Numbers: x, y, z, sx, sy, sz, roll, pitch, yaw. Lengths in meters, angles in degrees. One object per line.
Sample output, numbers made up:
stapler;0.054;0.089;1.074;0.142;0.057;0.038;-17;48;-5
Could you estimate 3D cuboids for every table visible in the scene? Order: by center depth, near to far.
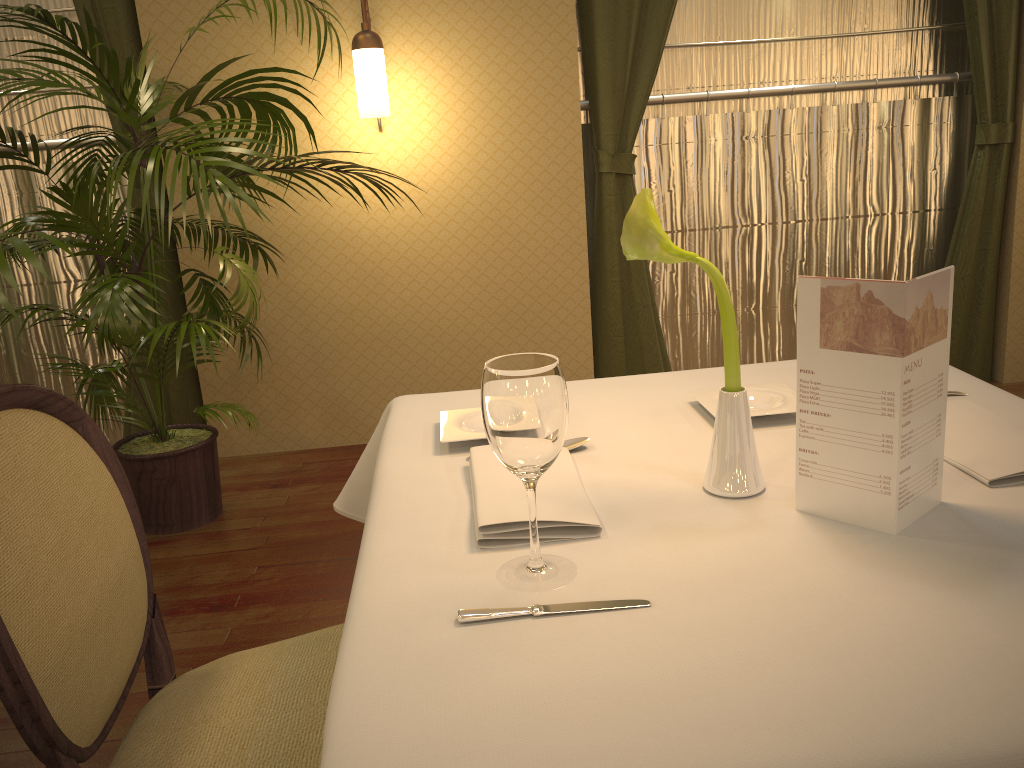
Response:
table;0.372;0.474;1.255;1.389;0.759;1.395;-5;15;-2

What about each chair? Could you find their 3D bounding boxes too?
chair;-0.335;0.445;1.195;0.571;0.955;0.530;-5;15;-3

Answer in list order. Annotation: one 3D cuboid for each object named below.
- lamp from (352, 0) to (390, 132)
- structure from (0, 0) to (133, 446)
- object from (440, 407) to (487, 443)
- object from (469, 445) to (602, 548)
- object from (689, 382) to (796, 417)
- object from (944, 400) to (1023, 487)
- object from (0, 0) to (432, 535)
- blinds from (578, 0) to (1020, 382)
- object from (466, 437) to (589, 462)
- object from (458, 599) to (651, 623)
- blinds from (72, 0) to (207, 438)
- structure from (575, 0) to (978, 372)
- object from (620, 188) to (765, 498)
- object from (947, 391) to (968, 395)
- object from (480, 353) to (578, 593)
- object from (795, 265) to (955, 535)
lamp;-0.540;-1.195;3.262;0.114;0.513;0.323;-8;15;-14
structure;-2.374;-1.815;3.294;1.942;4.511;0.123;-5;15;-3
object;-0.031;0.069;1.383;0.160;0.024;0.160;-5;15;-3
object;0.020;0.132;1.124;0.142;0.033;0.273;-5;15;-3
object;0.377;0.035;1.393;0.160;0.024;0.160;-5;15;-3
object;0.623;0.074;1.185;0.142;0.024;0.273;-5;15;-3
object;-1.157;-0.398;2.943;1.496;1.807;1.552;-11;16;-22
blinds;1.124;-2.115;3.374;1.878;4.537;0.129;-5;15;-3
object;0.023;0.094;1.288;0.181;0.015;0.038;-5;15;-2
object;0.040;0.214;0.848;0.185;0.010;0.017;-5;15;-2
blinds;-2.364;-1.798;3.181;1.934;4.537;0.225;-5;15;-4
structure;1.108;-2.132;3.492;1.900;4.511;0.134;-5;15;-3
object;0.222;-0.050;1.074;0.163;0.375;0.076;1;16;18
object;0.632;0.018;1.400;0.181;0.015;0.038;-5;15;-2
object;0.018;0.088;0.900;0.088;0.229;0.088;10;21;43
object;0.402;0.021;0.957;0.166;0.277;0.081;-4;15;3
